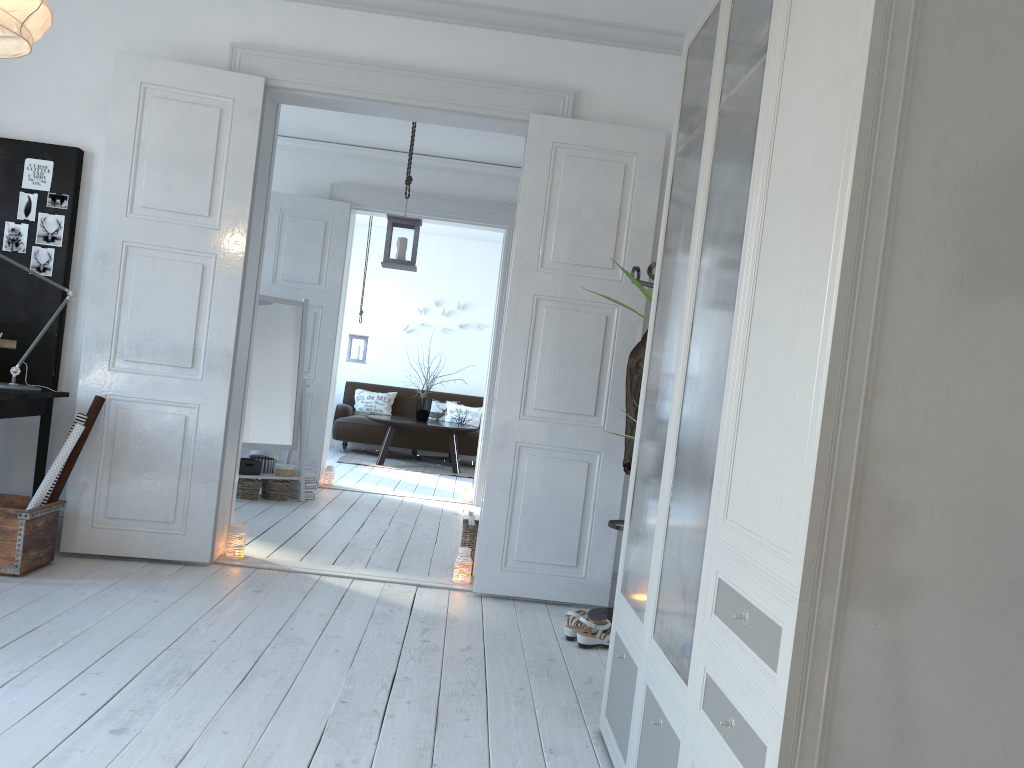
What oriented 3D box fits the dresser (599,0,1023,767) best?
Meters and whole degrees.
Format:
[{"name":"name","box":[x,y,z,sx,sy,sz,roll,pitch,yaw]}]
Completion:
[{"name":"dresser","box":[0.733,0.039,2.057,0.631,2.163,1.431,7,1,-3]}]

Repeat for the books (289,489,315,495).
[{"name":"books","box":[-1.598,0.815,6.697,0.180,0.016,0.128,7,0,42]}]

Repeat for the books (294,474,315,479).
[{"name":"books","box":[-1.582,0.690,6.695,0.128,0.016,0.180,7,0,-32]}]

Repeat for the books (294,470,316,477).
[{"name":"books","box":[-1.571,0.669,6.689,0.128,0.026,0.200,7,0,-31]}]

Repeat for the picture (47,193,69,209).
[{"name":"picture","box":[-2.146,-0.867,4.187,0.095,0.071,0.001,7,1,-3]}]

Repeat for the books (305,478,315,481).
[{"name":"books","box":[-1.584,0.706,6.698,0.128,0.016,0.176,7,0,-36]}]

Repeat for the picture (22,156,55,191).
[{"name":"picture","box":[-2.233,-0.992,4.179,0.147,0.154,0.004,7,1,-3]}]

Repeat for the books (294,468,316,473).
[{"name":"books","box":[-1.575,0.647,6.692,0.132,0.017,0.186,7,0,-30]}]

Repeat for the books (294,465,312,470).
[{"name":"books","box":[-1.583,0.631,6.703,0.111,0.014,0.156,7,0,-23]}]

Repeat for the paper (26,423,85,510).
[{"name":"paper","box":[-2.046,0.471,3.858,0.283,0.627,0.041,6,1,-25]}]

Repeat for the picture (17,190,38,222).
[{"name":"picture","box":[-2.285,-0.837,4.181,0.083,0.146,0.002,7,1,-3]}]

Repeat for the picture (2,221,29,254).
[{"name":"picture","box":[-2.341,-0.691,4.181,0.107,0.150,0.001,7,1,-3]}]

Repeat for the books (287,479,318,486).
[{"name":"books","box":[-1.584,0.744,6.692,0.193,0.022,0.128,7,0,30]}]

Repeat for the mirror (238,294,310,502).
[{"name":"mirror","box":[-1.776,0.083,6.489,0.611,1.489,0.416,6,1,-38]}]

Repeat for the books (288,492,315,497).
[{"name":"books","box":[-1.600,0.831,6.700,0.176,0.016,0.128,7,0,38]}]

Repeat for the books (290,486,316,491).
[{"name":"books","box":[-1.593,0.786,6.696,0.186,0.017,0.132,7,0,34]}]

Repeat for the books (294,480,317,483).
[{"name":"books","box":[-1.582,0.724,6.700,0.178,0.016,0.128,7,0,40]}]

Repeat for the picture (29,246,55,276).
[{"name":"picture","box":[-2.220,-0.583,4.189,0.103,0.136,0.001,7,1,-3]}]

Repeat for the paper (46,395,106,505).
[{"name":"paper","box":[-2.019,0.414,3.988,0.048,0.747,0.297,8,1,42]}]

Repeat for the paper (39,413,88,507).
[{"name":"paper","box":[-2.047,0.453,3.917,0.043,0.669,0.266,8,1,42]}]

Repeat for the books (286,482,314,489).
[{"name":"books","box":[-1.600,0.765,6.699,0.166,0.022,0.128,7,0,31]}]

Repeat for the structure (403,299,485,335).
[{"name":"structure","box":[-0.850,-0.831,11.281,1.025,0.478,0.085,7,1,-3]}]

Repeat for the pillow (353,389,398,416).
[{"name":"pillow","box":[-1.695,0.250,10.912,0.519,0.367,0.239,7,1,-3]}]

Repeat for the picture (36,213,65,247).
[{"name":"picture","box":[-2.181,-0.732,4.187,0.121,0.153,0.002,7,1,-3]}]

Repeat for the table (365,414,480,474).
[{"name":"table","box":[-1.039,0.672,10.055,1.300,0.503,1.299,7,0,-13]}]

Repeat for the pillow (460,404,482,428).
[{"name":"pillow","box":[-0.407,0.421,10.973,0.542,0.288,0.183,7,1,-2]}]

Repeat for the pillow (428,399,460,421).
[{"name":"pillow","box":[-0.894,0.359,10.912,0.473,0.347,0.158,7,1,-5]}]

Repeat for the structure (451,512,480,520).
[{"name":"structure","box":[0.387,-0.240,6.964,0.799,2.828,1.249,8,1,42]}]

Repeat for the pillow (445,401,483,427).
[{"name":"pillow","box":[-0.600,0.386,10.851,0.471,0.309,0.188,7,1,-2]}]

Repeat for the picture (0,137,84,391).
[{"name":"picture","box":[-2.588,-0.594,4.203,0.953,1.172,0.064,7,1,-3]}]
